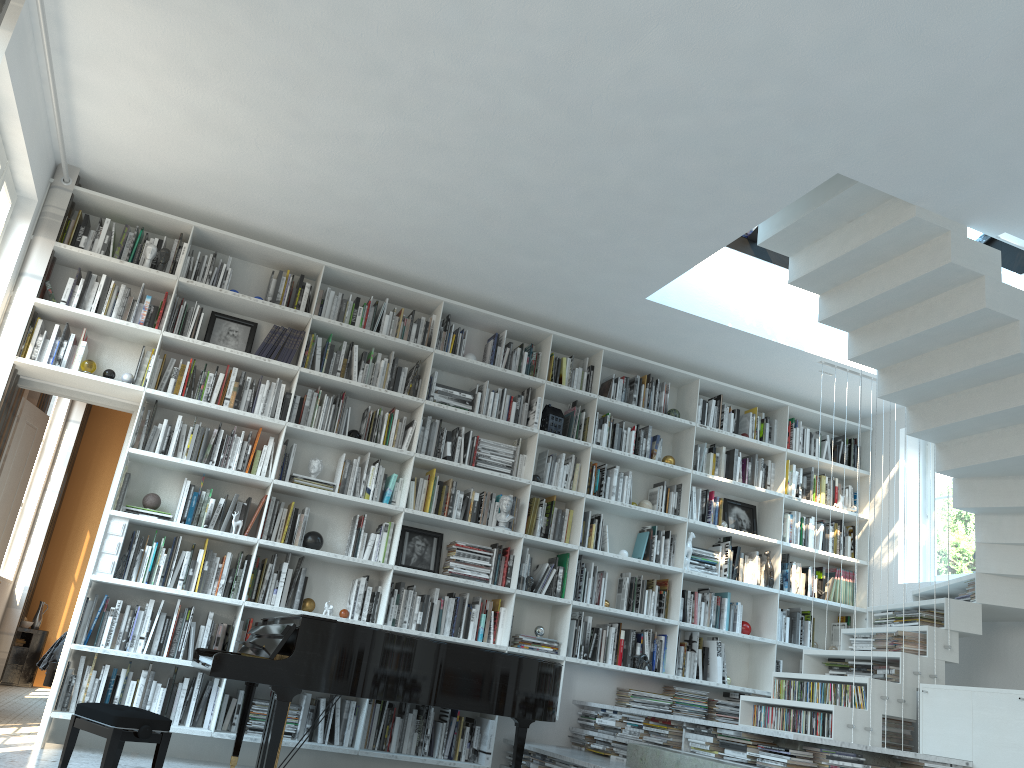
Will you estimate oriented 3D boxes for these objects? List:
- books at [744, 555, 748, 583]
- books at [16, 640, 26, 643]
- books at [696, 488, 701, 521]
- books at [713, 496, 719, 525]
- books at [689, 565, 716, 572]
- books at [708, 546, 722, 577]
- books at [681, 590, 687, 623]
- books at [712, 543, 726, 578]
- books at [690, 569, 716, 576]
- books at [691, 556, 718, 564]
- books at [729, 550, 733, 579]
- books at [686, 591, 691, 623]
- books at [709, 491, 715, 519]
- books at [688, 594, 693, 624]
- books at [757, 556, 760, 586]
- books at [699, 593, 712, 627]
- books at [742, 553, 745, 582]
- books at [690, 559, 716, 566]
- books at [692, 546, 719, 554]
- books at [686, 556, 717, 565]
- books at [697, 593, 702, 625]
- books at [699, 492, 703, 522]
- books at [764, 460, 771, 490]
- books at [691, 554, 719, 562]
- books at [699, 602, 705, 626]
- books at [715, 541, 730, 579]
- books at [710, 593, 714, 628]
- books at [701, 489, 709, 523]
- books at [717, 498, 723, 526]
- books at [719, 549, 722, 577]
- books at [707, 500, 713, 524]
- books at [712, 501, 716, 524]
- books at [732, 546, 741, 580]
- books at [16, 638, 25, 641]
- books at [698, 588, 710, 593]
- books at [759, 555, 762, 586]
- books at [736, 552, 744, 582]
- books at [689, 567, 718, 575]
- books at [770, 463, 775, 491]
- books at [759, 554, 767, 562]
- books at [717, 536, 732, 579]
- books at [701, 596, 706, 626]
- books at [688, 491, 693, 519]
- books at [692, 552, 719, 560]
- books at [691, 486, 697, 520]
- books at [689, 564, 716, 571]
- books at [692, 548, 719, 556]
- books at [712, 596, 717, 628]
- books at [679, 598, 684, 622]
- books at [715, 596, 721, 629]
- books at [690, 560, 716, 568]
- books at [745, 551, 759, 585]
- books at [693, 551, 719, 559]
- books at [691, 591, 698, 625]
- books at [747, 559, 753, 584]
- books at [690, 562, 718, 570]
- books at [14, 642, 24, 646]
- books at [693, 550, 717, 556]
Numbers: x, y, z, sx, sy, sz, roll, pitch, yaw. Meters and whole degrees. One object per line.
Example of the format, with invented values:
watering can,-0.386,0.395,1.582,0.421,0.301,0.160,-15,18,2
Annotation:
books,1.752,1.435,6.790,0.028,0.234,0.129,15,-19,-19
books,-4.761,2.443,8.451,0.133,0.022,0.189,-2,-22,29
books,1.382,0.946,6.755,0.012,0.284,0.160,15,-19,-19
books,1.523,0.997,6.788,0.021,0.252,0.167,15,-19,-19
books,1.369,1.384,6.622,0.254,0.012,0.161,14,-20,-15
books,1.523,1.356,6.694,0.012,0.253,0.161,15,-19,-19
books,1.224,1.634,6.484,0.047,0.243,0.177,15,-20,-19
books,1.561,1.355,6.722,0.012,0.284,0.160,15,-19,-19
books,1.365,1.407,6.614,0.254,0.012,0.161,17,-20,-22
books,1.382,1.318,6.647,0.285,0.012,0.160,17,-20,-21
books,1.603,1.384,6.710,0.030,0.235,0.179,15,-20,-19
books,1.253,1.644,6.506,0.024,0.246,0.143,15,-19,-19
books,1.481,0.968,6.773,0.014,0.284,0.176,15,-19,-19
books,1.272,1.657,6.496,0.011,0.222,0.163,15,-20,-19
books,1.837,1.447,6.791,0.041,0.238,0.177,15,-20,-19
books,1.397,1.670,6.529,0.028,0.254,0.192,15,-20,-19
books,1.725,1.421,6.784,0.031,0.249,0.133,15,-19,-19
books,1.374,1.342,6.645,0.254,0.012,0.161,16,-20,-19
books,1.392,1.251,6.672,0.285,0.012,0.160,15,-20,-17
books,1.382,1.328,6.640,0.254,0.012,0.161,14,-19,-14
books,1.325,1.667,6.528,0.026,0.238,0.177,15,-20,-19
books,1.403,0.963,6.770,0.043,0.268,0.131,15,-19,-19
books,1.998,0.756,7.055,0.026,0.283,0.147,15,-19,-19
books,1.383,1.307,6.653,0.285,0.012,0.160,15,-20,-17
books,1.350,1.698,6.516,0.028,0.181,0.186,15,-20,-19
books,1.582,1.344,6.704,0.011,0.299,0.184,15,-19,-19
books,1.425,1.676,6.545,0.012,0.261,0.187,15,-20,-19
books,1.438,0.956,6.761,0.012,0.286,0.177,15,-19,-19
books,1.548,1.005,6.785,0.026,0.243,0.178,15,-20,-19
books,1.531,1.368,6.714,0.023,0.246,0.138,15,-19,-19
books,1.467,0.998,6.747,0.013,0.206,0.190,15,-20,-19
books,1.495,1.009,6.773,0.033,0.212,0.153,15,-20,-19
books,1.658,1.378,6.740,0.059,0.281,0.167,15,-19,-19
books,-4.761,2.430,8.465,0.133,0.012,0.189,10,-19,-2
books,1.410,1.660,6.562,0.013,0.298,0.148,15,-19,-19
books,1.862,1.451,6.817,0.024,0.254,0.145,15,-19,-19
books,1.703,1.412,6.757,0.031,0.241,0.147,15,-19,-19
books,1.368,1.395,6.615,0.285,0.012,0.160,14,-19,-14
books,2.024,0.771,7.059,0.031,0.264,0.170,15,-19,-19
books,1.928,1.461,6.860,0.029,0.282,0.139,15,-19,-19
books,1.595,1.329,6.713,0.010,0.338,0.180,15,-19,-19
books,1.368,1.683,6.539,0.012,0.228,0.179,15,-20,-19
books,1.311,0.940,6.713,0.011,0.247,0.156,15,-19,-19
books,1.388,1.294,6.651,0.285,0.012,0.160,17,-21,-23
books,1.346,0.932,6.736,0.065,0.288,0.146,15,-19,-19
books,1.369,1.374,6.629,0.254,0.012,0.161,15,-20,-17
books,1.390,1.262,6.668,0.285,0.012,0.160,16,-20,-21
books,1.453,1.700,6.577,0.026,0.245,0.166,15,-19,-19
books,1.194,1.656,6.469,0.022,0.183,0.163,15,-20,-19
books,1.479,1.699,6.566,0.014,0.248,0.177,15,-20,-19
books,1.376,1.350,6.632,0.254,0.012,0.161,17,-21,-23
books,1.812,1.423,6.784,0.021,0.270,0.192,15,-20,-19
books,1.387,1.285,6.661,0.285,0.012,0.160,15,-20,-17
books,1.299,1.651,6.504,0.045,0.245,0.186,15,-20,-19
books,1.777,1.451,6.789,0.025,0.212,0.156,15,-20,-19
books,1.372,1.363,6.634,0.285,0.012,0.160,16,-20,-21
books,-4.761,2.469,8.445,0.128,0.030,0.183,8,-19,2
books,1.388,1.273,6.665,0.254,0.012,0.161,15,-20,-17
